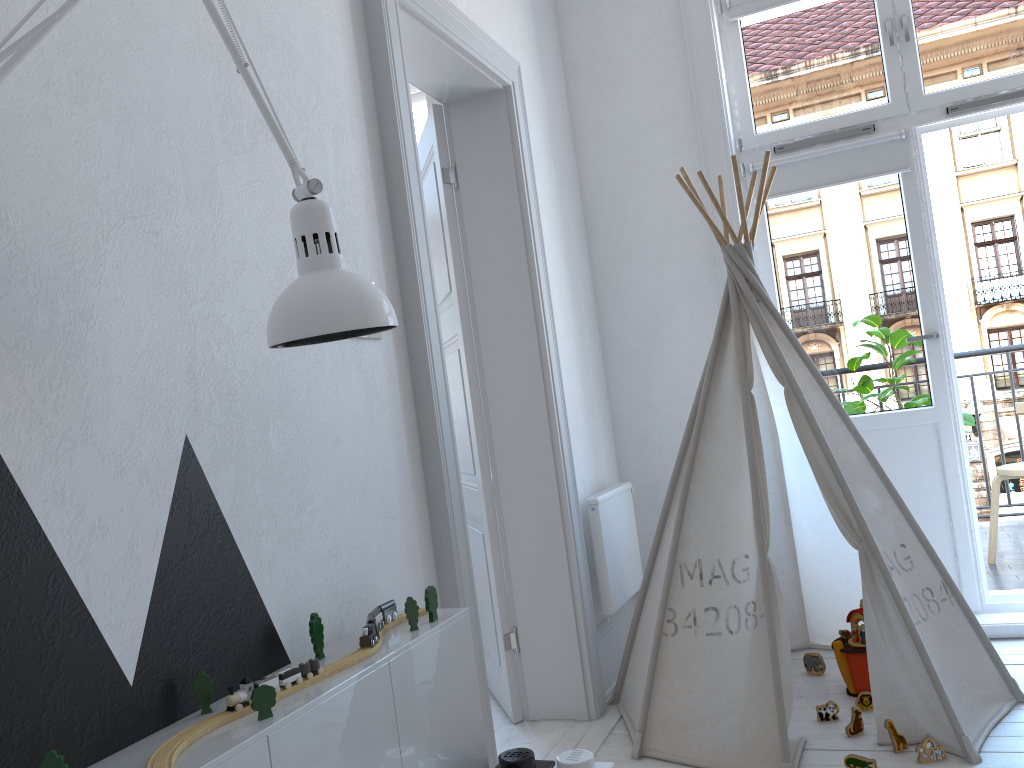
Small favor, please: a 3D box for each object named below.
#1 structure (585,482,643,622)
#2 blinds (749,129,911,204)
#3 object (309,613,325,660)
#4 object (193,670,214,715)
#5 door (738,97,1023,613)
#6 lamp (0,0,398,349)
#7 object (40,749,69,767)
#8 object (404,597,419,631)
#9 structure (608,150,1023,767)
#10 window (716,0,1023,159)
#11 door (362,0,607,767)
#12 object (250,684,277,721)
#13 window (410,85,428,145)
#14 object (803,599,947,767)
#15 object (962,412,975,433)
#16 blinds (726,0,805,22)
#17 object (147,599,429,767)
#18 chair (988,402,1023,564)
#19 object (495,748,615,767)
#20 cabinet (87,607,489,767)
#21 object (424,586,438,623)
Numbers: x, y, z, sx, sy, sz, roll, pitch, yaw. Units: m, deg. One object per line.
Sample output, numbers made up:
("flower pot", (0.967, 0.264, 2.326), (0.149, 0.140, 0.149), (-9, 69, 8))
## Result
("structure", (0.408, 0.607, 3.267), (0.075, 0.460, 0.635), (-8, -2, 18))
("blinds", (1.205, -0.827, 3.387), (0.565, 0.158, 0.032), (-8, -2, 22))
("object", (-0.339, 0.438, 1.543), (0.009, 0.081, 0.037), (-8, -2, 15))
("object", (-0.453, 0.453, 1.306), (0.029, 0.063, 0.007), (-7, -2, -16))
("door", (1.499, -0.067, 3.044), (1.264, 1.838, 0.636), (-8, -2, 24))
("lamp", (-0.501, -0.370, 1.249), (0.651, 0.655, 0.200), (-6, -2, -35))
("object", (-0.525, 0.452, 1.019), (0.029, 0.063, 0.007), (-7, -2, -16))
("object", (-0.187, 0.431, 1.665), (0.029, 0.063, 0.007), (-6, -2, -41))
("structure", (0.782, 0.131, 2.764), (1.143, 1.749, 1.143), (-8, -2, -2))
("window", (1.435, -1.309, 3.305), (1.263, 0.660, 0.101), (-8, -2, 22))
("door", (-0.100, 0.030, 2.789), (0.505, 2.177, 1.465), (-8, -2, 6))
("object", (-0.348, 0.446, 1.244), (0.037, 0.046, 0.006), (-6, -2, -41))
("window", (-0.781, -0.436, 4.449), (1.358, 1.901, 0.094), (-8, -2, 22))
("object", (1.065, 0.817, 2.573), (0.385, 0.283, 0.856), (-8, -2, 14))
("object", (1.873, 0.267, 4.305), (0.720, 1.224, 0.489), (-9, -2, 32))
("blinds", (1.114, -1.515, 3.406), (0.565, 0.087, 0.032), (-8, -2, 22))
("object", (-0.335, 0.449, 1.402), (0.111, 0.047, 0.902), (-8, -2, 16))
("chair", (2.448, 0.440, 4.050), (0.498, 0.715, 0.437), (-7, -2, -23))
("object", (0.063, 0.889, 1.670), (0.247, 0.331, 0.246), (-8, -2, 22))
("cabinet", (-0.322, 0.700, 1.384), (0.183, 0.454, 0.970), (-8, -2, 22))
("object", (-0.156, 0.427, 1.726), (0.009, 0.066, 0.054), (-8, -2, 13))
